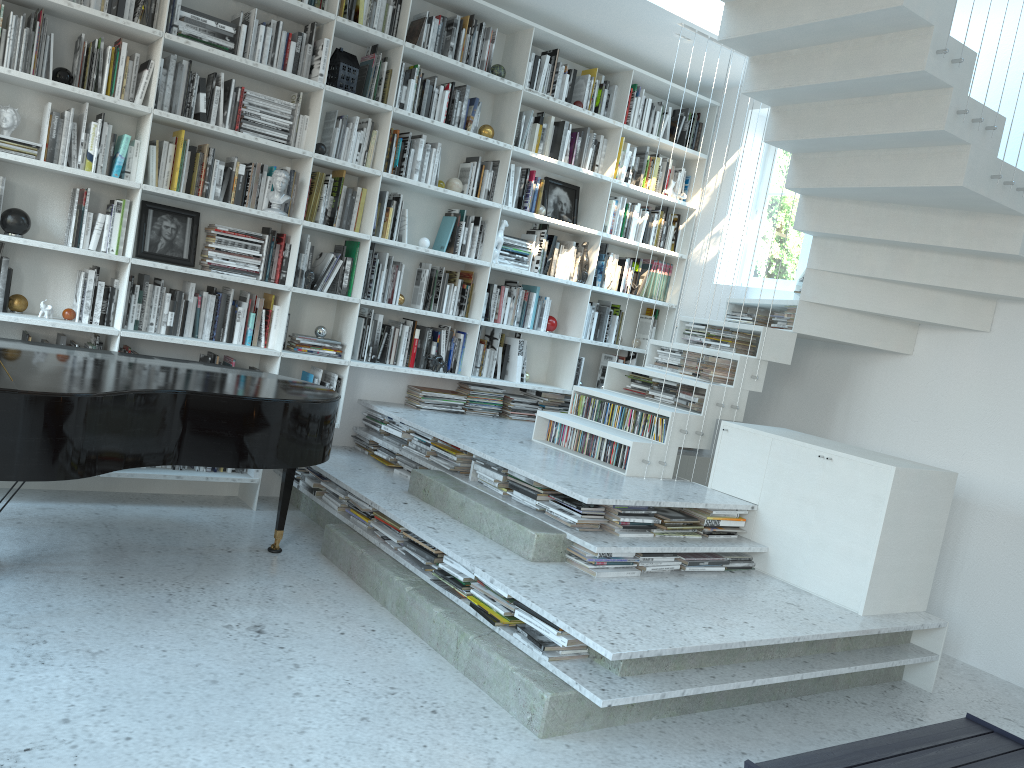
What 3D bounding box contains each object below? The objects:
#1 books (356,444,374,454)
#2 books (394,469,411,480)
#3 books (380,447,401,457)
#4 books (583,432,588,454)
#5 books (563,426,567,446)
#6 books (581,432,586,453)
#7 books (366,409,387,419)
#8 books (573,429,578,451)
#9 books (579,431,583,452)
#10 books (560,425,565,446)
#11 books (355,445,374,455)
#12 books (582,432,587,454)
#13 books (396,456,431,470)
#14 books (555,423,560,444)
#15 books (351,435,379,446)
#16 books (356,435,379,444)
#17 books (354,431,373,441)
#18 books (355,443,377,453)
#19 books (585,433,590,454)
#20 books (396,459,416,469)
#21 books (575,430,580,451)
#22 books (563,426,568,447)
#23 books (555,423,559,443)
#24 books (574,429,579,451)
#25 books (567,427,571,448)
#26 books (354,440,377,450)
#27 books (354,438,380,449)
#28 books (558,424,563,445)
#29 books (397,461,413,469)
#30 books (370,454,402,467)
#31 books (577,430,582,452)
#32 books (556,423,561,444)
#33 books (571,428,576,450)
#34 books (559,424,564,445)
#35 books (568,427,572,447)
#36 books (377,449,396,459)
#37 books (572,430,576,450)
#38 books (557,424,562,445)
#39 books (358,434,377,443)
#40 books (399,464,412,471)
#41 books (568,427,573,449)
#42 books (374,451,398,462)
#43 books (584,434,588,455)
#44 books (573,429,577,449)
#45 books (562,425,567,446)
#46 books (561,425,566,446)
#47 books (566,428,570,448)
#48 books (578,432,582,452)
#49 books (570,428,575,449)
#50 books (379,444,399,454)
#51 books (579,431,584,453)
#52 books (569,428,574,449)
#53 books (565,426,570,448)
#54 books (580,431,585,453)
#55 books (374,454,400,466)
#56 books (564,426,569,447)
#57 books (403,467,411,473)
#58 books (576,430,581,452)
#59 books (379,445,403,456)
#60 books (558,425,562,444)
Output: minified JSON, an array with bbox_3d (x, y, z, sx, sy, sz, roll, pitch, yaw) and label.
[{"bbox_3d":[-0.870,0.408,5.555,0.144,0.005,0.256,8,5,-31],"label":"books"},{"bbox_3d":[-0.539,0.522,5.042,0.189,0.028,0.202,7,6,-41],"label":"books"},{"bbox_3d":[-0.679,0.411,5.303,0.137,0.018,0.200,7,6,-40],"label":"books"},{"bbox_3d":[0.457,0.336,4.972,0.125,0.125,0.007,7,6,-36],"label":"books"},{"bbox_3d":[0.353,0.305,5.121,0.125,0.125,0.007,7,6,-36],"label":"books"},{"bbox_3d":[0.448,0.333,4.984,0.125,0.125,0.008,7,6,-36],"label":"books"},{"bbox_3d":[-0.781,0.193,5.527,0.159,0.011,0.245,7,6,-39],"label":"books"},{"bbox_3d":[0.410,0.322,5.039,0.125,0.125,0.008,7,6,-36],"label":"books"},{"bbox_3d":[0.436,0.329,5.002,0.125,0.125,0.008,7,6,-36],"label":"books"},{"bbox_3d":[0.341,0.301,5.139,0.125,0.125,0.008,7,6,-36],"label":"books"},{"bbox_3d":[-0.872,0.420,5.556,0.163,0.019,0.187,7,5,-37],"label":"books"},{"bbox_3d":[0.453,0.334,4.978,0.125,0.125,0.007,7,6,-36],"label":"books"},{"bbox_3d":[-0.521,0.450,5.039,0.181,0.017,0.249,7,6,-39],"label":"books"},{"bbox_3d":[0.314,0.293,5.177,0.125,0.125,0.009,7,6,-36],"label":"books"},{"bbox_3d":[-0.870,0.359,5.544,0.184,0.006,0.262,8,5,-35],"label":"books"},{"bbox_3d":[-0.862,0.352,5.548,0.160,0.009,0.210,8,5,-32],"label":"books"},{"bbox_3d":[-0.861,0.328,5.543,0.174,0.009,0.239,8,5,-34],"label":"books"},{"bbox_3d":[-0.860,0.400,5.560,0.147,0.014,0.291,8,5,-36],"label":"books"},{"bbox_3d":[0.466,0.338,4.959,0.125,0.125,0.010,7,6,-36],"label":"books"},{"bbox_3d":[-0.519,0.463,5.043,0.178,0.009,0.276,8,5,-35],"label":"books"},{"bbox_3d":[0.419,0.324,5.027,0.125,0.125,0.008,7,6,-36],"label":"books"},{"bbox_3d":[0.358,0.306,5.115,0.125,0.125,0.008,7,6,-36],"label":"books"},{"bbox_3d":[0.310,0.292,5.183,0.125,0.125,0.009,7,6,-36],"label":"books"},{"bbox_3d":[0.414,0.323,5.034,0.125,0.125,0.008,7,6,-36],"label":"books"},{"bbox_3d":[0.375,0.311,5.090,0.125,0.125,0.009,7,6,-36],"label":"books"},{"bbox_3d":[-0.867,0.386,5.552,0.170,0.012,0.214,8,5,-36],"label":"books"},{"bbox_3d":[-0.862,0.374,5.553,0.159,0.012,0.278,7,5,-37],"label":"books"},{"bbox_3d":[0.332,0.298,5.152,0.125,0.125,0.008,7,6,-36],"label":"books"},{"bbox_3d":[-0.518,0.476,5.047,0.156,0.017,0.262,7,6,-40],"label":"books"},{"bbox_3d":[-0.709,0.460,5.293,0.187,0.009,0.260,8,5,-33],"label":"books"},{"bbox_3d":[0.428,0.327,5.014,0.125,0.125,0.008,7,6,-36],"label":"books"},{"bbox_3d":[0.319,0.294,5.171,0.125,0.125,0.007,7,6,-36],"label":"books"},{"bbox_3d":[0.397,0.318,5.059,0.125,0.125,0.008,7,6,-36],"label":"books"},{"bbox_3d":[0.336,0.299,5.146,0.125,0.125,0.008,7,6,-36],"label":"books"},{"bbox_3d":[0.380,0.312,5.084,0.125,0.125,0.007,7,6,-36],"label":"books"},{"bbox_3d":[-0.687,0.424,5.301,0.159,0.009,0.228,8,5,-35],"label":"books"},{"bbox_3d":[0.401,0.319,5.053,0.125,0.125,0.007,7,6,-36],"label":"books"},{"bbox_3d":[0.323,0.296,5.164,0.125,0.125,0.008,7,6,-36],"label":"books"},{"bbox_3d":[-0.859,0.340,5.548,0.152,0.015,0.207,8,5,-31],"label":"books"},{"bbox_3d":[-0.517,0.491,5.051,0.161,0.012,0.253,8,5,-35],"label":"books"},{"bbox_3d":[0.384,0.314,5.078,0.125,0.125,0.007,7,6,-36],"label":"books"},{"bbox_3d":[-0.700,0.435,5.294,0.180,0.017,0.182,7,6,-39],"label":"books"},{"bbox_3d":[0.461,0.337,4.966,0.125,0.125,0.007,7,6,-36],"label":"books"},{"bbox_3d":[0.405,0.320,5.046,0.125,0.125,0.008,7,6,-36],"label":"books"},{"bbox_3d":[0.349,0.303,5.127,0.125,0.125,0.007,7,6,-36],"label":"books"},{"bbox_3d":[0.345,0.302,5.133,0.125,0.125,0.007,7,6,-36],"label":"books"},{"bbox_3d":[0.370,0.310,5.097,0.125,0.125,0.008,7,6,-36],"label":"books"},{"bbox_3d":[0.432,0.328,5.008,0.125,0.125,0.007,7,6,-36],"label":"books"},{"bbox_3d":[0.392,0.316,5.065,0.125,0.125,0.008,7,6,-36],"label":"books"},{"bbox_3d":[-0.677,0.387,5.299,0.149,0.014,0.228,7,5,-38],"label":"books"},{"bbox_3d":[0.440,0.331,4.996,0.125,0.125,0.009,7,6,-36],"label":"books"},{"bbox_3d":[0.388,0.315,5.071,0.125,0.125,0.008,7,6,-36],"label":"books"},{"bbox_3d":[0.366,0.308,5.103,0.125,0.125,0.007,7,6,-36],"label":"books"},{"bbox_3d":[0.444,0.332,4.990,0.125,0.125,0.007,7,6,-36],"label":"books"},{"bbox_3d":[-0.692,0.451,5.303,0.160,0.014,0.267,7,5,-37],"label":"books"},{"bbox_3d":[0.362,0.307,5.109,0.125,0.125,0.008,7,6,-36],"label":"books"},{"bbox_3d":[-0.514,0.505,5.055,0.138,0.015,0.214,8,5,-32],"label":"books"},{"bbox_3d":[0.423,0.325,5.021,0.125,0.125,0.009,7,6,-36],"label":"books"},{"bbox_3d":[-0.681,0.397,5.299,0.144,0.009,0.249,8,5,-32],"label":"books"},{"bbox_3d":[0.327,0.297,5.159,0.125,0.125,0.008,7,6,-36],"label":"books"}]
